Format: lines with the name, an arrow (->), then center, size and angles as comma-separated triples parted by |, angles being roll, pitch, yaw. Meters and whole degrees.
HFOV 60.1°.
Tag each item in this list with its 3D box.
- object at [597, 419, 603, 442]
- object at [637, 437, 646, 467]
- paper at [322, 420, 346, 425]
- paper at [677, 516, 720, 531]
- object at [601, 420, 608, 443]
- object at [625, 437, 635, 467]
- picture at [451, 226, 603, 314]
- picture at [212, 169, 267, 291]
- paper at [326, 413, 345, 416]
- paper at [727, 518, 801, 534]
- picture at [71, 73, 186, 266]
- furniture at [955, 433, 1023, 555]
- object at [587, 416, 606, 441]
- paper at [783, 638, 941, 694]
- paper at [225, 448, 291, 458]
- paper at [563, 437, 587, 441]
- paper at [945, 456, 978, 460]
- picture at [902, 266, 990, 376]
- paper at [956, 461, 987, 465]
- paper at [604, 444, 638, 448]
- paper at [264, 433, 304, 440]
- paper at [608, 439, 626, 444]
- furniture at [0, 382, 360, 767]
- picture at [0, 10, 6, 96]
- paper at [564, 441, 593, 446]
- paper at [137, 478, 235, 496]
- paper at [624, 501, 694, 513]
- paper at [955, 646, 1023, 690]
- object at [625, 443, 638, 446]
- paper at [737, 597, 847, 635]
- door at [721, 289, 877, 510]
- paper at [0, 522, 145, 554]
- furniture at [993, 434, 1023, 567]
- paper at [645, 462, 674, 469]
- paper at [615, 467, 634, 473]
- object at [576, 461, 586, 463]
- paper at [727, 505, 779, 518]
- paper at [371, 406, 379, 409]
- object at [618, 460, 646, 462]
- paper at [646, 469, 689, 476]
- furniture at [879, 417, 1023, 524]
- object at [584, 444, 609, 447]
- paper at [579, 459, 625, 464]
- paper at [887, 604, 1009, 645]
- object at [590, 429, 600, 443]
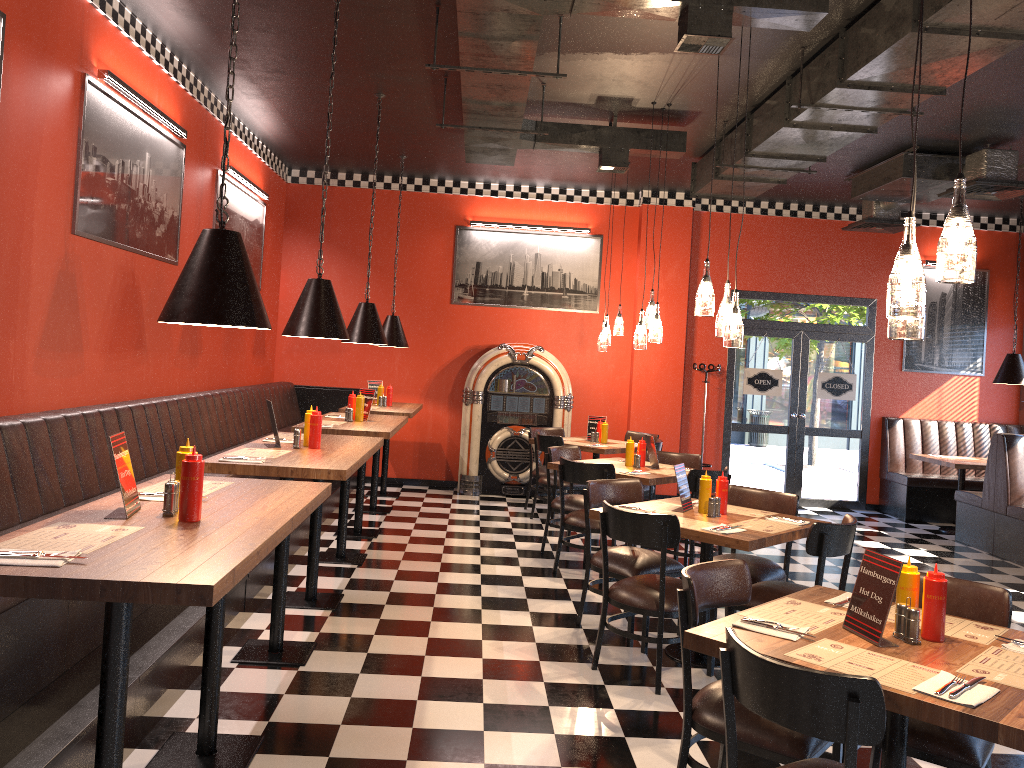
object -> 0.904, 0.479, 9.112 | 0.068, 0.238, 0.068 | 4, -1, -5
object -> 1.038, 0.543, 7.092 | 0.068, 0.238, 0.068 | 3, -1, 3
paper -> -1.425, 0.296, 6.791 | 0.261, 0.001, 0.365 | 3, 2, 0
paper -> 0.885, 0.722, 4.635 | 0.366, 0.001, 0.260 | 5, 2, 41
object -> 0.945, 0.483, 9.028 | 0.068, 0.238, 0.068 | 4, -1, -5
object -> 0.944, 0.538, 7.090 | 0.068, 0.238, 0.068 | 3, -1, 3
picture -> 0.188, -1.368, 10.613 | 1.769, 0.940, 0.023 | 3, -1, -2
picture -> -2.648, -1.442, 8.648 | 0.023, 0.940, 1.770 | 3, 1, -2
paper -> -1.464, 0.267, 7.710 | 0.261, 0.001, 0.365 | 3, 2, 0
paper -> 1.330, 0.748, 4.676 | 0.261, 0.001, 0.365 | 5, 2, 41
picture -> -2.543, -1.362, 6.009 | 0.023, 0.940, 1.770 | 3, 1, -2
furniture -> 5.400, 1.076, 8.758 | 1.709, 1.155, 0.706 | 3, 0, -2
object -> 0.879, 0.465, 9.214 | 0.188, 0.257, 0.072 | 3, -1, 8
paper -> 0.997, 0.789, 2.496 | 0.260, 0.001, 0.366 | 2, 2, -45
paper -> -1.326, 0.362, 4.651 | 0.261, 0.001, 0.365 | 3, 2, 0
paper -> 0.610, 0.575, 9.261 | 0.261, 0.001, 0.365 | 5, 2, 45
paper -> 4.969, 0.821, 9.890 | 0.365, 0.001, 0.261 | 3, 2, -2
picture -> 5.295, -0.775, 10.811 | 1.023, 1.302, 0.016 | 3, -1, -2
paper -> 4.891, 0.834, 9.256 | 0.365, 0.001, 0.261 | 3, 2, -5
paper -> 1.086, 0.616, 8.832 | 0.261, 0.001, 0.365 | 5, 2, 42
paper -> -1.388, 0.331, 5.616 | 0.261, 0.001, 0.365 | 3, 2, 0
paper -> 1.086, 0.603, 9.298 | 0.366, 0.001, 0.260 | 5, 2, 42
furniture -> -2.130, 0.698, 6.123 | 1.104, 1.150, 8.758 | 3, 2, -2
picture -> -2.438, -1.281, 3.370 | 0.023, 0.940, 1.770 | 3, 1, -2
paper -> 0.641, 0.590, 8.799 | 0.366, 0.001, 0.260 | 5, 2, 42
paper -> -1.264, 0.399, 3.442 | 0.261, 0.001, 0.365 | 3, 2, 0
paper -> 0.846, 0.707, 5.097 | 0.261, 0.001, 0.365 | 5, 2, 44
paper -> 1.459, 0.816, 2.522 | 0.261, 0.001, 0.365 | 5, 2, 43
object -> 1.253, 0.613, 9.021 | 0.255, 0.019, 0.157 | 5, 2, 43
paper -> 0.964, 0.773, 2.973 | 0.261, 0.001, 0.365 | 5, 2, 43
door -> 3.472, 0.194, 10.727 | 1.800, 2.574, 0.128 | 3, -1, -2
paper -> -1.233, 0.428, 2.483 | 0.261, 0.001, 0.365 | 3, 2, 0
furniture -> 5.428, 1.098, 8.053 | 1.709, 1.155, 0.706 | 3, 0, -2
paper -> 1.187, 0.666, 7.270 | 0.366, 0.001, 0.260 | 5, 2, 41
paper -> 0.763, 0.654, 6.789 | 0.366, 0.001, 0.260 | 5, 2, 44
object -> 0.573, 0.627, 7.039 | 0.255, 0.019, 0.157 | 5, 2, 36
paper -> 1.321, 0.734, 5.142 | 0.366, 0.001, 0.260 | 5, 2, 41
paper -> -1.479, 0.232, 8.926 | 0.261, 0.001, 0.365 | 3, 2, 0
object -> 0.997, 0.642, 7.434 | 0.157, 0.019, 0.254 | 5, 2, 43
paper -> 1.224, 0.681, 6.823 | 0.261, 0.001, 0.365 | 5, 2, 42
furniture -> 5.333, 1.025, 10.439 | 1.709, 1.155, 0.706 | 3, 0, -2
object -> 0.837, 0.598, 8.650 | 0.254, 0.019, 0.157 | 2, 2, -44
paper -> 0.722, 0.638, 7.266 | 0.261, 0.001, 0.365 | 5, 2, 42
paper -> 1.429, 0.802, 2.969 | 0.366, 0.001, 0.260 | 5, 2, 42
object -> 0.847, 0.529, 9.038 | 0.093, 0.136, 0.046 | 3, -1, -2
